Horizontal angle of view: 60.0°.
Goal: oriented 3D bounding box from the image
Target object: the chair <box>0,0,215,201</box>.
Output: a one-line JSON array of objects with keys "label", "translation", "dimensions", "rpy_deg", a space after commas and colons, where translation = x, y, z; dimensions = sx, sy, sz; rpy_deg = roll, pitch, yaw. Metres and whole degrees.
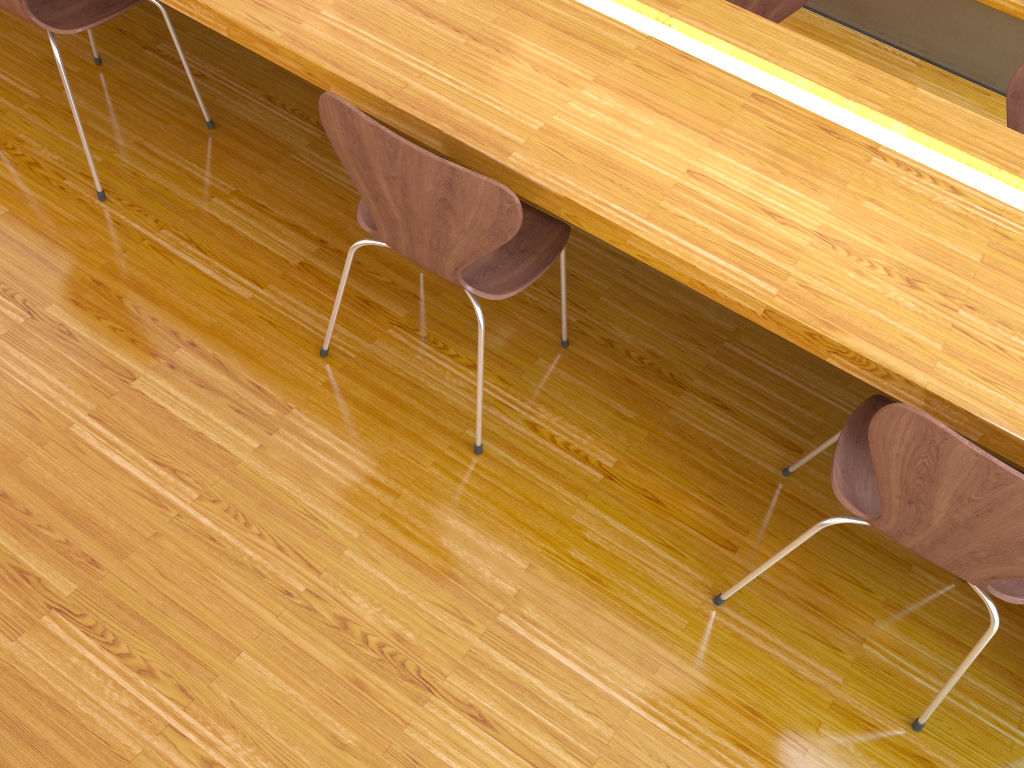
[{"label": "chair", "translation": [-1.012, -0.865, 1.999], "dimensions": [0.428, 0.693, 0.381], "rpy_deg": [31, 55, 13]}]

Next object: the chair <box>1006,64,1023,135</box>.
[{"label": "chair", "translation": [1.390, -0.462, 2.489], "dimensions": [0.428, 0.693, 0.381], "rpy_deg": [31, 55, 13]}]

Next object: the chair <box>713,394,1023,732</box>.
[{"label": "chair", "translation": [0.710, 0.207, 1.492], "dimensions": [0.428, 0.693, 0.381], "rpy_deg": [31, 55, 13]}]

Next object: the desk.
[{"label": "desk", "translation": [0.089, -0.616, 2.251], "dimensions": [3.236, 0.918, 1.285], "rpy_deg": [31, 55, 13]}]

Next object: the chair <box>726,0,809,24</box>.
[{"label": "chair", "translation": [0.580, -0.949, 2.715], "dimensions": [0.428, 0.693, 0.381], "rpy_deg": [31, 55, 13]}]

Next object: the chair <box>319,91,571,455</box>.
[{"label": "chair", "translation": [-0.100, -0.280, 1.718], "dimensions": [0.428, 0.693, 0.381], "rpy_deg": [31, 55, 13]}]
